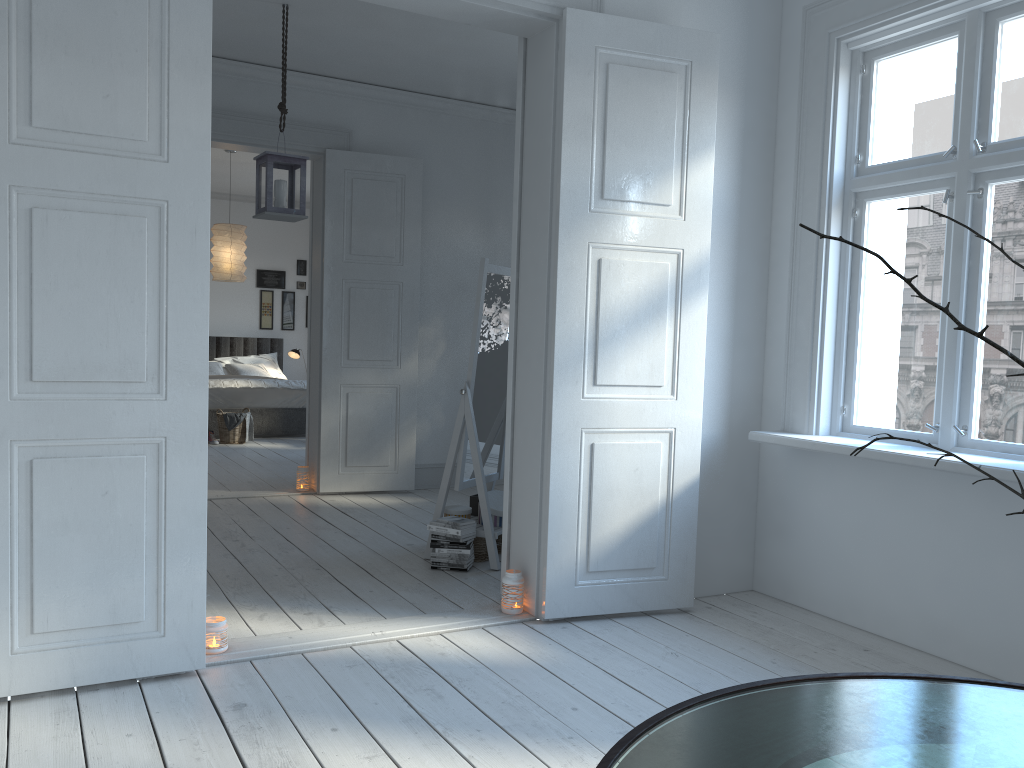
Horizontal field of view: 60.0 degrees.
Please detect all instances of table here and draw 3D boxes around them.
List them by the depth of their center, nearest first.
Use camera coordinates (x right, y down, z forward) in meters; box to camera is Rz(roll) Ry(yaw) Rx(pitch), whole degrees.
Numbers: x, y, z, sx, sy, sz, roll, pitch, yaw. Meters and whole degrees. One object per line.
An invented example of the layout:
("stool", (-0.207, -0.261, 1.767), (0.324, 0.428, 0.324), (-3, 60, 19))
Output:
("table", (0.713, 0.820, 1.022), (1.299, 0.504, 1.298), (0, 4, -39))

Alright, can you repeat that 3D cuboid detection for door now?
("door", (-0.479, -0.324, 3.231), (2.598, 2.508, 0.577), (0, 4, -29))
("door", (-1.927, -0.496, 5.867), (2.598, 2.508, 0.577), (0, 4, -29))

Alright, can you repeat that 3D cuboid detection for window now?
("window", (1.546, -0.616, 3.159), (0.375, 1.848, 1.454), (0, 4, -29))

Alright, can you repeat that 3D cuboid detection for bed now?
("bed", (-3.207, -0.012, 10.156), (1.888, 1.048, 2.174), (0, 3, -29))

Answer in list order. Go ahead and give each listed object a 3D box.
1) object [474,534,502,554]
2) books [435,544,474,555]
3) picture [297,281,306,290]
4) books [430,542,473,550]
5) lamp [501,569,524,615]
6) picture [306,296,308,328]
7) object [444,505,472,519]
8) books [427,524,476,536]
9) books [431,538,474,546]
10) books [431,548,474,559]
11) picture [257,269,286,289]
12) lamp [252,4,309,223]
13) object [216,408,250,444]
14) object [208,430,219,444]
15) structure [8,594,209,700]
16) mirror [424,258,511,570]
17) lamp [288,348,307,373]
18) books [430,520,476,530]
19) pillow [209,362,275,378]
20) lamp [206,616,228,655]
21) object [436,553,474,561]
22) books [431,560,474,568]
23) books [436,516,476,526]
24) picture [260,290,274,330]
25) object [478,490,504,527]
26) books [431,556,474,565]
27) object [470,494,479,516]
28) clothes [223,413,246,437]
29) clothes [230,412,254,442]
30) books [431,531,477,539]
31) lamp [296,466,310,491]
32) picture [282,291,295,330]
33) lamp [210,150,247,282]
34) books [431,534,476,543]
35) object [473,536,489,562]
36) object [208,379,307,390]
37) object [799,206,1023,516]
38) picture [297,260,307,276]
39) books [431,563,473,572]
("object", (-0.109, 0.807, 4.680), (0.295, 0.140, 0.185), (4, 4, 33))
("books", (-0.276, 0.793, 4.280), (0.167, 0.022, 0.128), (2, 3, 5))
("picture", (-2.756, -1.289, 11.599), (0.119, 0.098, 0.010), (0, 4, -29))
("books", (-0.290, 0.770, 4.279), (0.193, 0.022, 0.128), (2, 3, 4))
("lamp", (0.003, 0.835, 3.566), (0.089, 0.166, 0.089), (0, 4, -30))
("picture", (-2.544, -0.948, 11.740), (0.365, 0.415, 0.021), (0, 4, -29))
("object", (-0.274, 0.662, 4.474), (0.142, 0.075, 0.142), (-1, 4, -45))
("books", (-0.291, 0.694, 4.274), (0.200, 0.026, 0.128), (4, 3, 33))
("books", (-0.284, 0.750, 4.270), (0.178, 0.016, 0.128), (3, 3, 14))
("books", (-0.286, 0.813, 4.281), (0.187, 0.017, 0.132), (2, 3, 8))
("picture", (-3.096, -1.347, 11.403), (0.365, 0.232, 0.020), (0, 4, -29))
("lamp", (-1.196, -1.755, 4.627), (0.228, 1.764, 0.228), (0, 4, -32))
("object", (-2.788, 0.416, 8.854), (0.319, 0.351, 0.319), (2, 3, 3))
("object", (-2.952, 0.530, 8.767), (0.083, 0.122, 0.222), (0, 3, -29))
("structure", (-1.773, -0.442, 3.131), (0.800, 2.831, 1.246), (3, 4, 16))
("mirror", (-0.110, 0.130, 4.528), (0.417, 1.490, 0.610), (4, 4, 26))
("lamp", (-2.594, 0.009, 11.388), (0.450, 0.937, 0.800), (5, 5, 43))
("books", (-0.283, 0.673, 4.273), (0.186, 0.017, 0.132), (4, 3, 34))
("pillow", (-3.382, -0.146, 10.539), (1.146, 0.226, 0.415), (0, 4, -36))
("lamp", (-1.016, 0.856, 3.020), (0.093, 0.110, 0.093), (1, 3, -12))
("object", (-0.273, 0.827, 4.275), (0.156, 0.014, 0.111), (3, 3, 14))
("books", (-0.285, 0.858, 4.281), (0.176, 0.016, 0.128), (2, 3, 12))
("books", (-0.269, 0.658, 4.265), (0.156, 0.014, 0.111), (4, 4, 41))
("picture", (-3.153, -0.953, 11.405), (0.165, 0.505, 0.020), (0, 4, -29))
("object", (-0.063, 0.628, 4.478), (0.207, 0.159, 0.240), (1, 3, -21))
("books", (-0.286, 0.842, 4.282), (0.180, 0.016, 0.128), (3, 3, 16))
("object", (-0.118, 0.643, 4.712), (0.155, 0.103, 0.165), (3, 3, 26))
("clothes", (-2.761, 0.415, 8.802), (0.246, 0.270, 0.297), (0, 4, -28))
("clothes", (-2.752, 0.427, 8.850), (0.283, 0.289, 0.234), (2, 3, 10))
("books", (-0.281, 0.716, 4.274), (0.180, 0.016, 0.128), (4, 3, 32))
("lamp", (-1.462, 0.663, 6.204), (0.089, 0.166, 0.089), (-1, 4, -36))
("picture", (-2.910, -0.952, 11.538), (0.165, 0.505, 0.020), (0, 4, -29))
("lamp", (-2.692, -1.597, 8.438), (0.338, 1.232, 0.340), (2, 4, 2))
("books", (-0.281, 0.733, 4.273), (0.176, 0.016, 0.128), (3, 3, 28))
("object", (-0.220, 0.812, 4.497), (0.295, 0.140, 0.185), (4, 4, 33))
("object", (-2.808, -0.001, 9.412), (1.460, 0.104, 0.404), (0, 3, -29))
("object", (0.613, 0.036, 0.974), (0.525, 1.067, 0.845), (4, 4, 32))
("picture", (-2.747, -1.519, 11.584), (0.128, 0.202, 0.011), (0, 4, -29))
("books", (-0.288, 0.876, 4.279), (0.178, 0.016, 0.128), (2, 3, 9))
